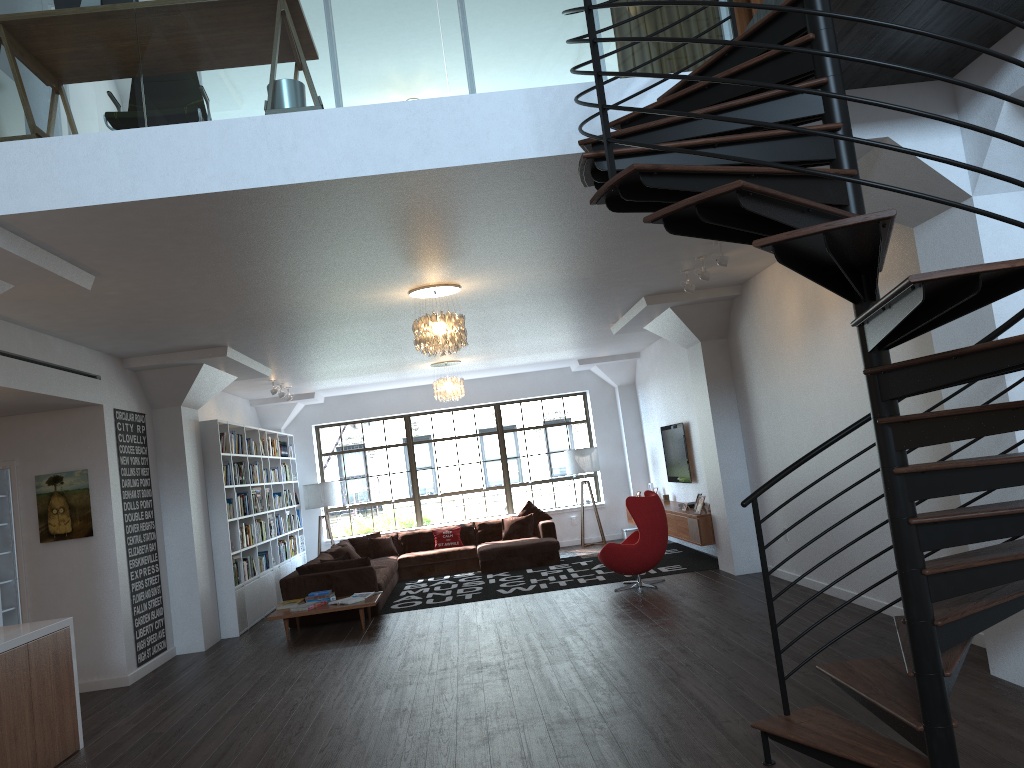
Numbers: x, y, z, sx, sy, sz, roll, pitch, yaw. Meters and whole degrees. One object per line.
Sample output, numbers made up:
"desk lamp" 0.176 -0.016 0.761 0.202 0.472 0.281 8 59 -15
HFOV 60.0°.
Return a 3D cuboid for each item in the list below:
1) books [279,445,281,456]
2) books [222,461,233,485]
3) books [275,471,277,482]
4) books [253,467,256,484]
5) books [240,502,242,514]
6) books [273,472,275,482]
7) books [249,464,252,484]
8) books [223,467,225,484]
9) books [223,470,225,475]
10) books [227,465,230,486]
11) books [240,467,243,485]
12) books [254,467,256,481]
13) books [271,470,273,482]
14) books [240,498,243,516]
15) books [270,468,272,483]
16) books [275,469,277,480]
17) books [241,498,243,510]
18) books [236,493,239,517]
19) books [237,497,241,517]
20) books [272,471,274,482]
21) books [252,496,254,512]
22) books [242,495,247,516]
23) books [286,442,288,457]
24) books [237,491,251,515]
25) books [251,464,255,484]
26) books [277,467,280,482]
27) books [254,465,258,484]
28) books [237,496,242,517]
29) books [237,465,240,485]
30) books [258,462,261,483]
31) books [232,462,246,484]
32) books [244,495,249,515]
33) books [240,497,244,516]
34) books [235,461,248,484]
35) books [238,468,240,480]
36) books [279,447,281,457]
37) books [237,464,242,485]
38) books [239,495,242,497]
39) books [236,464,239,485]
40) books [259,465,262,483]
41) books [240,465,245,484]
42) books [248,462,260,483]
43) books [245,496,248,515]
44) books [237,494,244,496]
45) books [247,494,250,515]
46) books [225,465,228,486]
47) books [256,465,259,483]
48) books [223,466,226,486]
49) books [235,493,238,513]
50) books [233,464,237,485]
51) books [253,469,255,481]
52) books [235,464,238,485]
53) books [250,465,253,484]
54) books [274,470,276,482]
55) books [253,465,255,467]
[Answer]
"books" -3.584 1.006 13.390 0.161 0.223 0.033 -7 -5 -4
"books" -3.354 1.046 10.318 0.176 0.290 0.053 -7 -5 -4
"books" -3.503 1.354 12.924 0.128 0.178 0.022 -7 -5 -4
"books" -3.429 1.198 11.542 0.161 0.223 0.026 -7 -5 -4
"books" -3.339 1.476 10.651 0.159 0.250 0.026 -7 -5 -4
"books" -3.489 1.345 12.776 0.120 0.167 0.020 -7 -5 -4
"books" -3.410 1.156 11.269 0.182 0.253 0.034 -7 -5 -4
"books" -3.347 1.062 10.093 0.161 0.218 0.101 -7 -5 -4
"books" -3.335 1.072 10.014 0.161 0.182 0.170 -7 -5 -4
"books" -3.355 1.063 10.238 0.174 0.242 0.105 -7 -5 -4
"books" -3.391 1.133 10.858 0.161 0.223 0.032 -7 -5 -4
"books" -3.428 1.200 11.569 0.161 0.223 0.027 -7 -5 -4
"books" -3.487 1.318 12.621 0.139 0.191 0.036 -7 -5 -4
"books" -3.331 1.491 10.677 0.161 0.223 0.027 -7 -5 -4
"books" -3.481 1.307 12.562 0.146 0.202 0.027 -7 -5 -4
"books" -3.513 1.350 12.978 0.136 0.196 0.045 -7 -5 -4
"books" -3.334 1.494 10.703 0.161 0.223 0.026 -7 -5 -4
"books" -3.333 1.440 10.484 0.176 0.290 0.053 -7 -5 -4
"books" -3.328 1.472 10.559 0.174 0.239 0.045 -7 -5 -4
"books" -3.480 1.339 12.726 0.107 0.167 0.017 -7 -5 -4
"books" -3.368 1.548 11.269 0.161 0.223 0.032 -7 -5 -4
"books" -3.342 1.489 10.807 0.182 0.253 0.034 -7 -5 -4
"books" -3.622 1.043 13.931 0.183 0.253 0.042 -7 -5 -4
"books" -3.362 1.494 11.043 0.176 0.294 0.102 -7 -5 -4
"books" -3.425 1.173 11.442 0.182 0.253 0.034 -7 -5 -4
"books" -3.527 1.349 13.108 0.158 0.226 0.052 -7 -5 -4
"books" -3.440 1.196 11.637 0.170 0.245 0.057 -7 -5 -4
"books" -3.335 1.474 10.610 0.170 0.245 0.057 -7 -5 -4
"books" -3.397 1.112 10.749 0.171 0.246 0.039 -7 -5 -4
"books" -3.460 1.196 11.826 0.197 0.283 0.065 -7 -5 -4
"books" -3.429 1.123 11.048 0.198 0.284 0.049 -7 -5 -4
"books" -3.355 1.503 10.946 0.182 0.253 0.034 -7 -5 -4
"books" -3.345 1.494 10.735 0.167 0.230 0.037 -7 -5 -4
"books" -3.415 1.123 11.101 0.176 0.291 0.053 -7 -5 -4
"books" -3.400 1.127 10.784 0.161 0.223 0.033 -7 -5 -4
"books" -3.579 1.002 13.357 0.161 0.223 0.032 -7 -5 -4
"books" -3.406 1.116 10.822 0.183 0.253 0.042 -7 -5 -4
"books" -3.362 1.488 10.771 0.182 0.253 0.034 -7 -5 -4
"books" -3.398 1.107 10.710 0.160 0.251 0.039 -7 -5 -4
"books" -3.448 1.218 11.898 0.159 0.250 0.026 -7 -5 -4
"books" -3.401 1.132 10.934 0.174 0.240 0.054 -7 -5 -4
"books" -3.452 1.187 11.766 0.176 0.290 0.053 -7 -5 -4
"books" -3.345 1.505 10.906 0.174 0.239 0.045 -7 -5 -4
"books" -3.367 1.493 10.853 0.180 0.259 0.060 -7 -5 -4
"books" -3.346 1.505 10.980 0.182 0.253 0.034 -7 -5 -4
"books" -3.346 1.058 10.155 0.172 0.235 0.112 -7 -5 -4
"books" -3.439 1.204 11.688 0.174 0.239 0.045 -7 -5 -4
"books" -3.346 1.058 10.123 0.152 0.232 0.104 -7 -5 -4
"books" -3.333 1.438 10.423 0.197 0.283 0.065 -7 -5 -4
"books" -3.388 1.093 10.585 0.183 0.253 0.042 -7 -5 -4
"books" -3.436 1.192 11.510 0.167 0.230 0.037 -7 -5 -4
"books" -3.399 1.099 10.671 0.180 0.259 0.042 -7 -5 -4
"books" -3.417 1.170 11.341 0.174 0.239 0.045 -7 -5 -4
"books" -3.509 1.347 12.876 0.134 0.184 0.030 -7 -5 -4
"books" -3.440 1.190 11.596 0.159 0.250 0.026 -7 -5 -4
